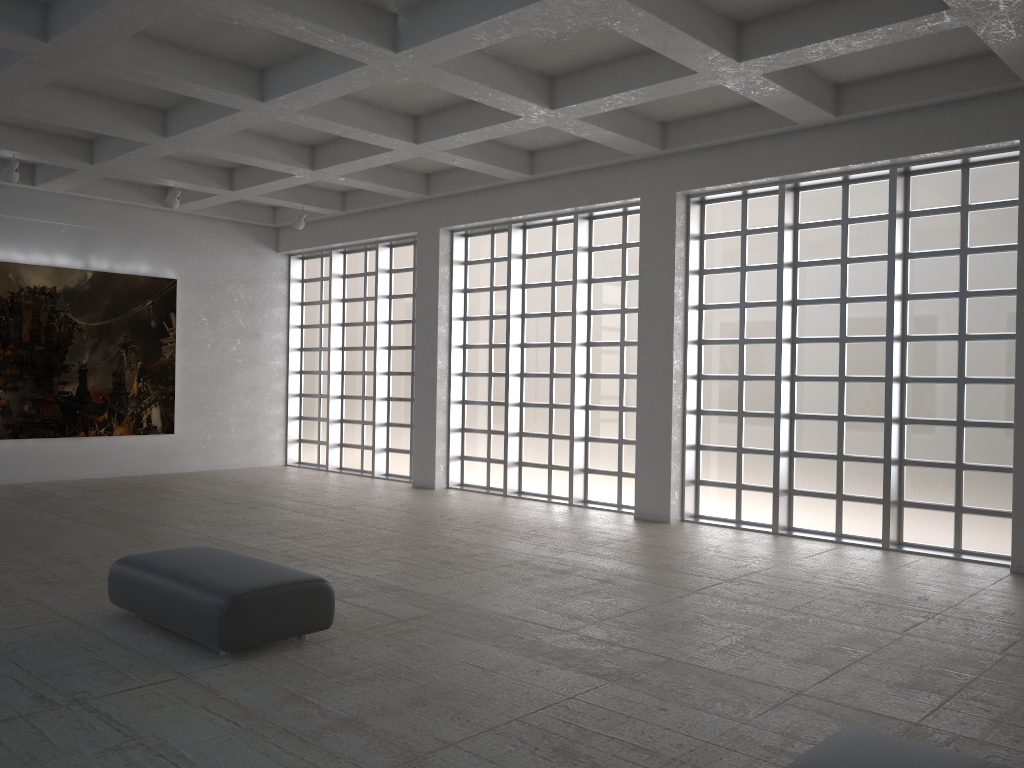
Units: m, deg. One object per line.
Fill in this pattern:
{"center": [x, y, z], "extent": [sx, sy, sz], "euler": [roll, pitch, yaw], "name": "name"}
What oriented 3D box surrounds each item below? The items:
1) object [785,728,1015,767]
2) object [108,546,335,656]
{"center": [3.134, 2.888, 5.076], "extent": [3.044, 0.828, 1.616], "euler": [1, 0, 43], "name": "object"}
{"center": [-3.842, 2.735, 11.553], "extent": [3.044, 0.828, 1.616], "euler": [1, 0, 43], "name": "object"}
